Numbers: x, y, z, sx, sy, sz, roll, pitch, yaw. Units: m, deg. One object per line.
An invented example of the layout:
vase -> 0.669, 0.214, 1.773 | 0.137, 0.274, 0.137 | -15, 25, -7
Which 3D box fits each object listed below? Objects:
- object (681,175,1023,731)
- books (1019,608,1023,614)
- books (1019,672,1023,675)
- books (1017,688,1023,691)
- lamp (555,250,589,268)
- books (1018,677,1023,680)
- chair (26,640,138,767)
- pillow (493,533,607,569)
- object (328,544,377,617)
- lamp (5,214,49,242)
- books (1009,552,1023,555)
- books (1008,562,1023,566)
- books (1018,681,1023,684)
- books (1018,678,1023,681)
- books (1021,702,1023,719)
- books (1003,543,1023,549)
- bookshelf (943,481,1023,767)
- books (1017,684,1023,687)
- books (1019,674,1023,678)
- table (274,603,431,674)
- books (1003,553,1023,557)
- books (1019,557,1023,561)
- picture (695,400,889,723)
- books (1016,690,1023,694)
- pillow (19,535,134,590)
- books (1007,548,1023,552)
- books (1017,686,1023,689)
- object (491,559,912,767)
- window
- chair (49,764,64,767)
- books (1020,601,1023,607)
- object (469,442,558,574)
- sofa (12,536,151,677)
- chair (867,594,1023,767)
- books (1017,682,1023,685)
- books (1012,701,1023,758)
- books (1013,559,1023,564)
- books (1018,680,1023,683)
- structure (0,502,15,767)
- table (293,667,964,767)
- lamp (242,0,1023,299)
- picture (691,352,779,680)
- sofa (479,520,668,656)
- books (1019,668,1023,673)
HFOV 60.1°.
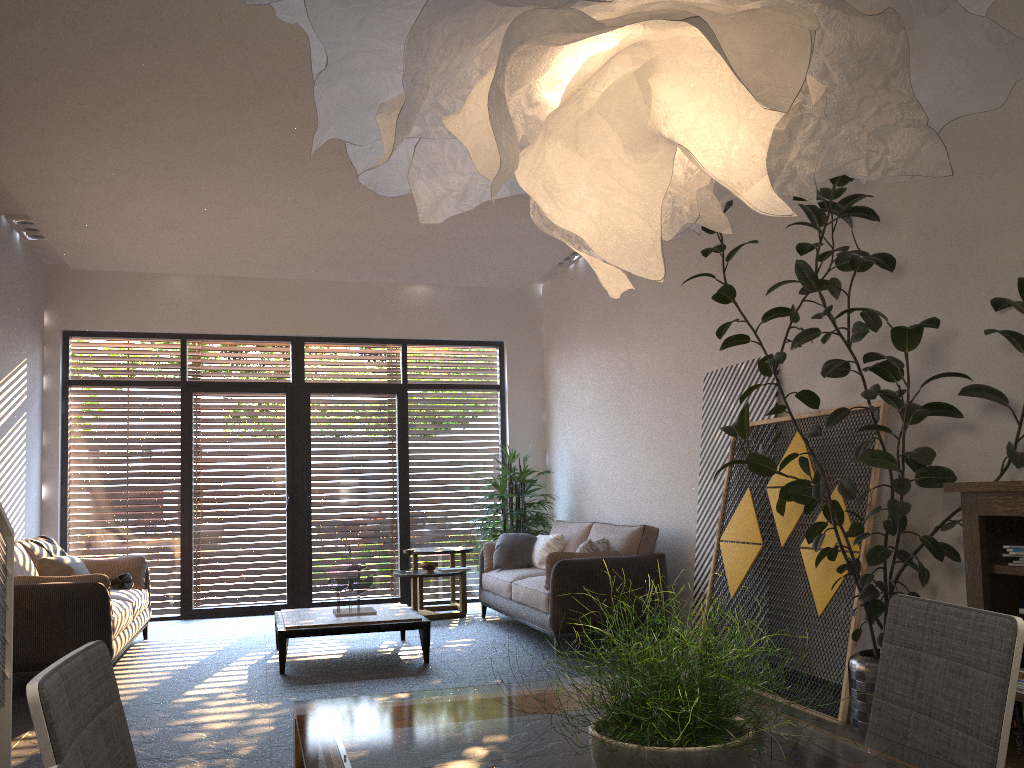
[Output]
object -> 1.583, 0.042, 4.086 | 0.908, 3.186, 2.018 | 2, -6, -38
books -> 2.104, 0.870, 3.376 | 0.175, 0.019, 0.245 | 3, -8, -31
books -> 2.051, 1.085, 3.276 | 0.218, 0.007, 0.306 | 0, -7, -12
books -> 2.043, 1.144, 3.279 | 0.218, 0.007, 0.306 | 0, -7, -12
lamp -> 0.549, -1.284, 8.879 | 0.253, 0.066, 0.648 | 1, -7, -16
books -> 2.045, 1.099, 3.274 | 0.218, 0.007, 0.306 | 0, -7, -13
chair -> -0.428, 0.898, 1.454 | 0.601, 0.915, 0.477 | 0, -5, -13
pillow -> 0.308, 1.474, 7.639 | 0.618, 0.341, 1.903 | 0, -7, -16
object -> -0.913, -1.040, 2.582 | 0.365, 4.453, 8.952 | -1, -7, -5
lamp -> -4.088, -1.338, 7.537 | 0.253, 0.066, 0.648 | 1, -7, -16
books -> 2.103, 0.639, 3.361 | 0.253, 0.011, 0.319 | 6, -10, -44
books -> 2.098, 0.681, 3.353 | 0.253, 0.011, 0.319 | 5, -10, -42
books -> 2.049, 1.118, 3.281 | 0.218, 0.008, 0.290 | 0, -7, -10
books -> 2.046, 1.106, 3.276 | 0.218, 0.008, 0.290 | 0, -7, -12
books -> 2.091, 1.340, 3.438 | 0.171, 0.234, 0.101 | 0, -5, -16
books -> 2.103, 0.622, 3.390 | 0.253, 0.011, 0.319 | 4, -9, -39
bookshelf -> 2.253, 0.865, 2.711 | 0.451, 1.167, 1.928 | 0, -6, -16
books -> 2.042, 1.129, 3.280 | 0.218, 0.013, 0.306 | 0, -7, -12
books -> 2.047, 1.092, 3.275 | 0.218, 0.007, 0.306 | 0, -7, -13
table -> -1.228, 1.877, 6.638 | 1.049, 0.306, 1.121 | 1, -7, -16
books -> 2.097, 0.652, 3.375 | 0.253, 0.011, 0.320 | 3, -9, -34
books -> 2.118, 0.657, 3.335 | 0.319, 0.011, 0.253 | -8, -9, 40
picture -> 1.556, 0.973, 5.128 | 0.386, 1.598, 1.504 | 0, -6, -16
books -> 2.044, 1.151, 3.277 | 0.218, 0.008, 0.306 | 1, -7, -16
pillow -> -3.626, 1.554, 6.972 | 0.955, 0.705, 1.023 | -2, -6, 8
books -> 2.105, 0.631, 3.381 | 0.253, 0.011, 0.319 | 6, -10, -44
books -> 2.044, 1.136, 3.278 | 0.218, 0.008, 0.306 | 0, -7, -12
object -> 0.246, 0.436, 1.282 | 0.531, 0.366, 0.671 | 1, -7, -21
window -> -2.295, 0.927, 9.495 | 4.942, 3.016, 0.461 | 0, -5, -16
chair -> -0.084, 0.804, 0.777 | 0.602, 0.915, 0.477 | 2, -6, -30
books -> 2.100, 0.850, 3.384 | 0.162, 0.023, 0.233 | 1, -7, -15
object -> 0.020, 1.464, 9.220 | 0.916, 1.716, 0.980 | -5, -6, 39
sofa -> -3.313, 1.612, 6.538 | 0.993, 0.915, 2.333 | 0, -7, -16
chair -> 0.635, 0.909, 1.748 | 0.601, 0.915, 0.477 | -1, -5, -7
books -> 2.048, 1.123, 3.281 | 0.218, 0.008, 0.290 | 0, -7, -10
books -> 2.072, 1.344, 3.505 | 0.171, 0.240, 0.085 | 0, -5, -16
books -> 2.106, 0.670, 3.347 | 0.319, 0.011, 0.253 | -8, -10, 43
books -> 2.051, 1.111, 3.273 | 0.218, 0.006, 0.306 | 0, -7, -12
structure -> -0.027, -2.948, 0.427 | 4.234, 8.273, 8.501 | 0, -6, -16
table -> 0.248, 0.955, 1.229 | 0.997, 0.711, 1.809 | 0, -7, -16
lamp -> 0.148, -2.708, 1.505 | 1.117, 5.191, 1.066 | -1, -4, -5
picture -> 1.469, 0.862, 5.909 | 0.207, 2.010, 0.962 | 0, -5, -16
sofa -> 0.445, 1.655, 7.626 | 0.993, 0.915, 2.333 | 0, -7, -16
books -> 2.050, 1.076, 3.275 | 0.218, 0.013, 0.306 | 0, -7, -12
